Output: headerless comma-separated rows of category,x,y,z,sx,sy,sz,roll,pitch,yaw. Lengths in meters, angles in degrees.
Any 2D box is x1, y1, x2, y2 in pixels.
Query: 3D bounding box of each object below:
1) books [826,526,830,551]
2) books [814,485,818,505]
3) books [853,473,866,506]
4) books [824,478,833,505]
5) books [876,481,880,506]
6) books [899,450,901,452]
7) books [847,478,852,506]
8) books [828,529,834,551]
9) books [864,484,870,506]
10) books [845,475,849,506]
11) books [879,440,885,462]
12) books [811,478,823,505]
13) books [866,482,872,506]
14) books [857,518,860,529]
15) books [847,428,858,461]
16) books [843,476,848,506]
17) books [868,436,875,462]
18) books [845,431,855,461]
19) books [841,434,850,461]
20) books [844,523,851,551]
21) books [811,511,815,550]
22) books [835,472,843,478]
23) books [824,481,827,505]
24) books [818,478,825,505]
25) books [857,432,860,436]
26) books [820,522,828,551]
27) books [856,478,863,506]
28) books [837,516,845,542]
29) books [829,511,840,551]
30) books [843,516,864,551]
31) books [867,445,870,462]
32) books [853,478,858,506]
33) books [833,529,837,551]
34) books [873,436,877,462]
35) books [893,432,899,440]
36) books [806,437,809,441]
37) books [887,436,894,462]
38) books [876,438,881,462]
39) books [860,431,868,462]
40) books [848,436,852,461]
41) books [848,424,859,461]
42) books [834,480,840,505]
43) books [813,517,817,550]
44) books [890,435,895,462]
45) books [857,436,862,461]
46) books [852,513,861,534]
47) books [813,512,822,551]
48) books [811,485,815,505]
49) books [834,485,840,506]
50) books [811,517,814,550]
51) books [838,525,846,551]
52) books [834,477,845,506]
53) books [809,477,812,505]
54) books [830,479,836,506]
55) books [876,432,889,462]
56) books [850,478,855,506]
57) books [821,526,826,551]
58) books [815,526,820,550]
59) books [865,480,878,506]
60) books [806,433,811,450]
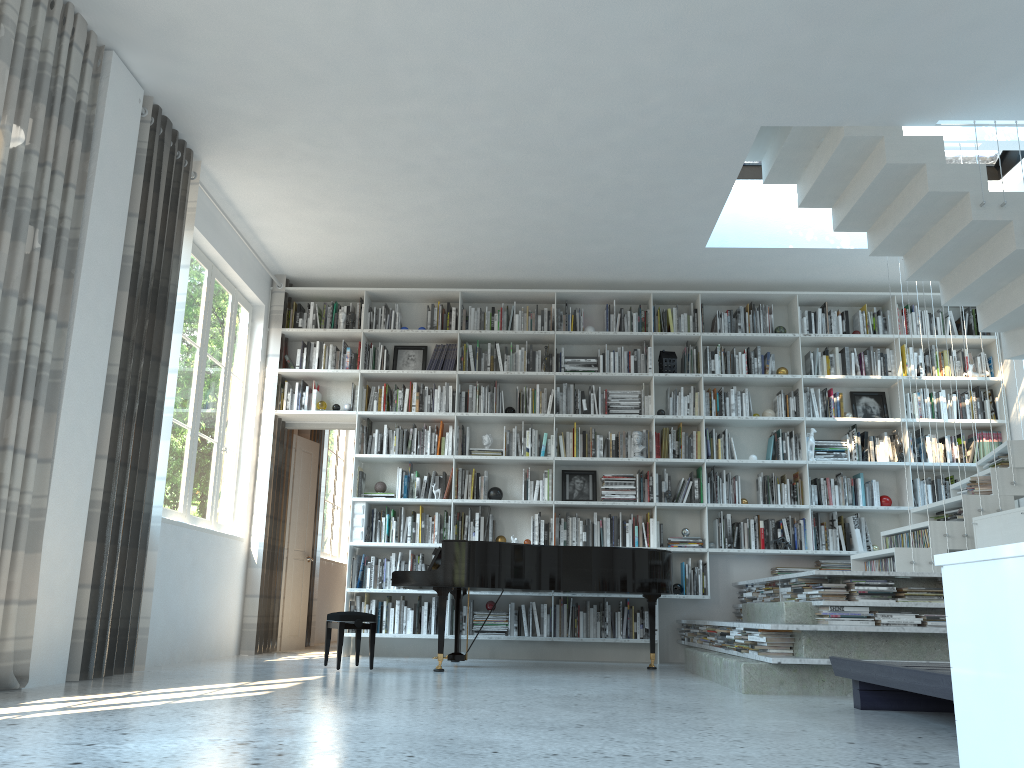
books,2.614,1.300,7.399,0.025,0.209,0.137,1,-14,2
books,2.540,0.955,7.474,0.022,0.183,0.163,1,-14,2
books,2.923,0.906,7.467,0.026,0.289,0.181,1,-14,2
books,2.646,0.923,7.468,0.045,0.245,0.186,1,-14,2
books,3.051,0.943,7.466,0.027,0.222,0.170,1,-14,2
books,3.265,0.609,7.533,0.027,0.178,0.166,1,-14,2
books,2.822,0.930,7.480,0.026,0.246,0.166,1,-14,2
books,2.642,1.312,7.396,0.030,0.187,0.140,1,-14,2
books,2.960,0.951,7.459,0.030,0.200,0.190,1,-14,2
books,2.804,0.916,7.481,0.011,0.271,0.152,1,-14,2
books,3.131,0.596,7.561,0.025,0.212,0.156,1,-14,2
books,2.567,0.925,7.477,0.047,0.243,0.177,1,-14,2
books,2.994,0.946,7.475,0.037,0.218,0.140,1,-14,2
books,2.874,1.268,7.402,0.012,0.284,0.160,1,-14,2
books,2.900,0.544,7.552,0.011,0.299,0.184,1,-14,2
books,2.780,0.916,7.461,0.012,0.261,0.187,1,-14,2
books,3.043,0.578,7.557,0.031,0.241,0.147,1,-14,2
books,2.889,0.558,7.576,0.012,0.284,0.160,1,-14,2
books,2.845,0.570,7.564,0.012,0.253,0.161,1,-14,2
books,2.773,1.286,7.391,0.031,0.239,0.172,1,-14,2
books,2.498,1.236,7.415,0.014,0.336,0.132,1,-14,2
books,2.769,0.902,7.482,0.013,0.298,0.148,1,-14,2
books,2.620,0.935,7.471,0.011,0.222,0.163,1,-14,2
books,2.603,0.927,7.487,0.024,0.246,0.143,1,-14,2
books,2.952,0.560,7.572,0.013,0.279,0.131,1,-14,2
books,2.595,1.281,7.392,0.015,0.243,0.157,1,-14,2
books,2.898,0.927,7.459,0.023,0.243,0.190,1,-14,2
books,2.754,1.259,7.417,0.010,0.303,0.132,1,-14,2
books,2.689,1.239,7.402,0.014,0.332,0.169,1,-14,2
books,2.825,1.251,7.354,0.075,0.290,0.255,1,-14,2
books,3.023,0.566,7.583,0.010,0.277,0.129,1,-14,2
books,2.881,0.928,7.485,0.012,0.253,0.161,1,-14,2
books,2.669,1.311,7.388,0.024,0.184,0.149,1,-14,2
books,3.075,0.579,7.575,0.031,0.249,0.133,1,-14,2
books,3.295,0.566,7.572,0.029,0.283,0.139,1,-14,2
books,2.496,0.576,7.554,0.027,0.221,0.184,1,-14,2
books,3.185,0.578,7.541,0.041,0.238,0.177,1,-14,2
books,3.105,0.586,7.571,0.028,0.234,0.129,1,-14,2
books,2.988,0.557,7.558,0.059,0.281,0.167,1,-14,2
books,2.863,0.578,7.580,0.023,0.246,0.138,1,-14,2
books,2.911,0.525,7.555,0.010,0.338,0.180,1,-14,2
books,2.728,0.936,7.476,0.012,0.229,0.179,1,-14,2
books,2.512,1.262,7.411,0.015,0.286,0.138,1,-14,2
books,3.218,0.575,7.556,0.024,0.254,0.145,1,-14,2
books,2.930,0.577,7.550,0.030,0.236,0.179,1,-14,2
books,2.887,1.250,7.412,0.012,0.325,0.136,1,-14,2
books,2.559,1.245,7.424,0.013,0.326,0.131,1,-14,2
books,2.518,0.954,7.477,0.023,0.186,0.160,1,-14,2
books,2.707,0.956,7.462,0.027,0.181,0.186,1,-14,2
books,2.485,1.262,7.414,0.012,0.285,0.158,1,-14,2
books,2.721,1.296,7.387,0.052,0.216,0.185,1,-14,2
books,2.748,0.918,7.456,0.028,0.254,0.192,1,-14,2
books,2.501,0.923,7.496,0.012,0.253,0.161,1,-14,2
books,2.682,0.931,7.481,0.026,0.238,0.177,1,-14,2
books,3.154,0.562,7.543,0.021,0.270,0.192,1,-14,2
books,2.842,0.924,7.461,0.014,0.248,0.177,1,-14,2
books,2.576,1.298,7.400,0.023,0.213,0.164,1,-14,2
books,2.536,1.300,7.412,0.033,0.213,0.140,1,-14,2
books,3.025,0.936,7.467,0.025,0.235,0.181,1,-14,2
books,2.525,0.562,7.587,0.028,0.266,0.138,1,-14,2
